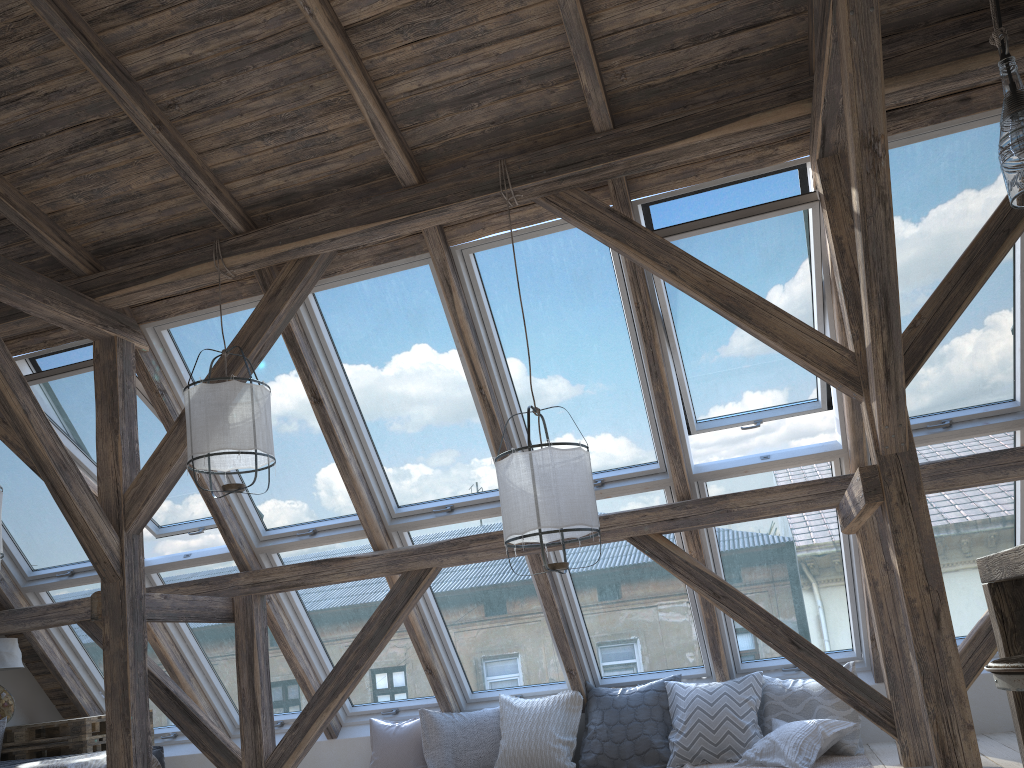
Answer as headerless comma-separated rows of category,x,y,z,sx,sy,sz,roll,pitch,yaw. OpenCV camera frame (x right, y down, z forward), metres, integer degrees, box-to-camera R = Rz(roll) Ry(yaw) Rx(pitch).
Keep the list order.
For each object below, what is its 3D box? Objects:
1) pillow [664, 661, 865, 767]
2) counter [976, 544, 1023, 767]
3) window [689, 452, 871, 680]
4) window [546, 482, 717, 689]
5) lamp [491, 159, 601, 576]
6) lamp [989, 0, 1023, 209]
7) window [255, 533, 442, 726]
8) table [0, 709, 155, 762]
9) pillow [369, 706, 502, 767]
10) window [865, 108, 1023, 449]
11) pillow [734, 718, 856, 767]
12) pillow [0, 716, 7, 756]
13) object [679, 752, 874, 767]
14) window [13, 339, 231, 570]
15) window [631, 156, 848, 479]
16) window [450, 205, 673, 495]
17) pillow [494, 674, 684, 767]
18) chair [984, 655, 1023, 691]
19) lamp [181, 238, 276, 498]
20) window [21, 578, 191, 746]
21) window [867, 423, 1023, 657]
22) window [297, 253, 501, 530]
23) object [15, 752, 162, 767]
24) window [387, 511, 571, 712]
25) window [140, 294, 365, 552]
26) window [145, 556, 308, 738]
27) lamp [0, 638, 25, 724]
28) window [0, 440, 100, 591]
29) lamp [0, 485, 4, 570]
pillow,1.493,1.974,5.233,1.164,0.520,0.511,-13,-15,20
counter,2.321,0.688,2.044,2.253,0.830,3.902,-11,-17,14
window,1.605,1.114,5.206,0.860,1.243,1.120,-10,-14,14
window,0.729,1.295,5.443,0.860,1.243,1.120,-10,-14,14
lamp,0.075,-0.122,3.810,0.400,1.847,0.417,0,-13,-33
lamp,0.929,-0.977,1.900,0.226,1.256,0.110,-10,-11,17
window,-1.023,1.655,5.917,0.860,1.243,1.120,-10,-14,14
table,-3.055,2.637,5.957,1.022,0.684,0.689,-11,-15,14
pillow,-0.480,2.408,5.837,1.136,0.512,0.446,-9,-14,7
window,2.060,-0.459,4.240,0.860,1.243,1.120,-10,-14,14
pillow,1.549,1.995,4.869,0.476,0.236,0.551,3,-19,-32
pillow,-3.610,2.196,5.362,0.392,0.388,0.982,-15,-18,30
object,0.225,2.143,4.597,3.205,0.055,2.238,-12,-18,15
window,-2.307,0.454,5.468,0.860,1.243,1.380,-10,-15,14
window,1.198,-0.266,4.523,0.860,1.242,1.438,-10,-15,14
window,0.308,-0.099,4.714,0.860,1.243,1.120,-10,-14,14
pillow,0.455,2.174,5.563,1.280,0.549,0.477,-12,-14,16
chair,1.102,0.794,1.566,0.355,0.620,0.361,4,-16,-40
lamp,-1.383,-0.109,4.249,0.399,1.271,0.418,-5,-12,-9
window,-2.775,2.016,6.391,0.860,1.243,1.120,-10,-14,14
window,2.481,0.934,4.969,0.860,1.243,1.120,-10,-14,14
window,-0.568,0.082,4.951,0.860,1.243,1.120,-10,-14,14
object,-2.074,2.205,4.689,0.816,0.461,1.031,8,-22,-43
window,-0.147,1.475,5.680,0.860,1.243,1.120,-10,-14,14
window,-1.444,0.262,5.188,0.860,1.243,1.120,-10,-14,14
window,-1.899,1.836,6.154,0.860,1.243,1.120,-10,-14,14
lamp,-3.664,2.374,5.841,0.823,1.252,0.399,-7,-11,1
window,-3.196,0.623,5.662,0.860,1.243,1.120,-10,-14,14
lamp,-2.924,0.309,4.650,0.400,1.479,0.417,0,-13,-33
